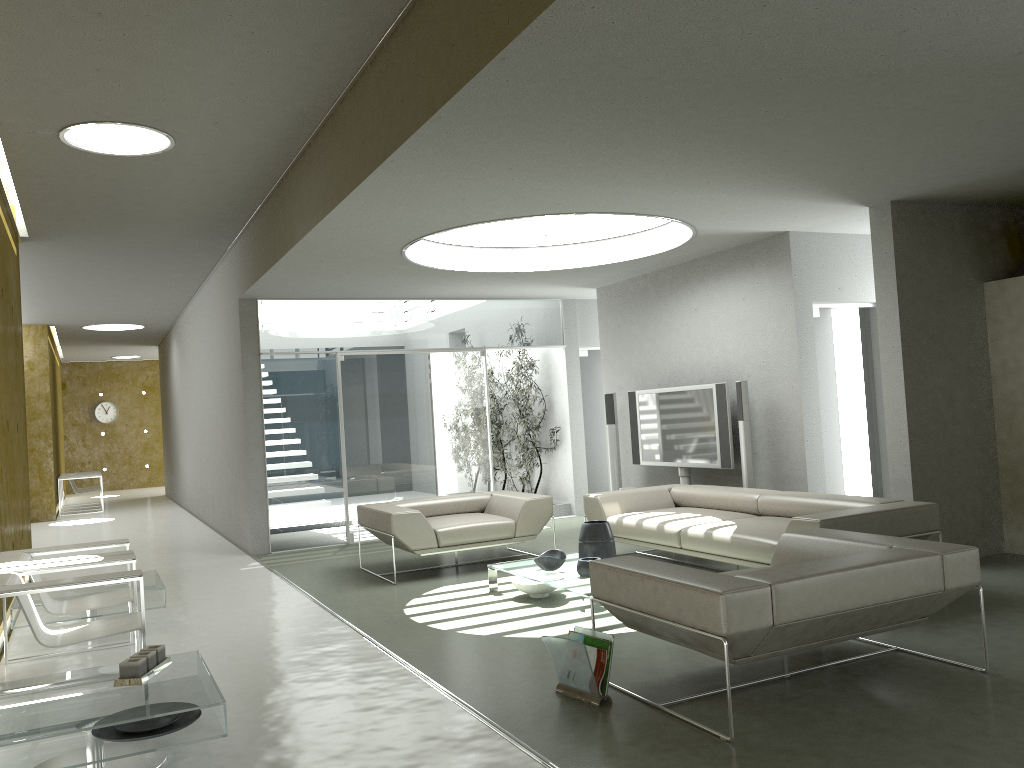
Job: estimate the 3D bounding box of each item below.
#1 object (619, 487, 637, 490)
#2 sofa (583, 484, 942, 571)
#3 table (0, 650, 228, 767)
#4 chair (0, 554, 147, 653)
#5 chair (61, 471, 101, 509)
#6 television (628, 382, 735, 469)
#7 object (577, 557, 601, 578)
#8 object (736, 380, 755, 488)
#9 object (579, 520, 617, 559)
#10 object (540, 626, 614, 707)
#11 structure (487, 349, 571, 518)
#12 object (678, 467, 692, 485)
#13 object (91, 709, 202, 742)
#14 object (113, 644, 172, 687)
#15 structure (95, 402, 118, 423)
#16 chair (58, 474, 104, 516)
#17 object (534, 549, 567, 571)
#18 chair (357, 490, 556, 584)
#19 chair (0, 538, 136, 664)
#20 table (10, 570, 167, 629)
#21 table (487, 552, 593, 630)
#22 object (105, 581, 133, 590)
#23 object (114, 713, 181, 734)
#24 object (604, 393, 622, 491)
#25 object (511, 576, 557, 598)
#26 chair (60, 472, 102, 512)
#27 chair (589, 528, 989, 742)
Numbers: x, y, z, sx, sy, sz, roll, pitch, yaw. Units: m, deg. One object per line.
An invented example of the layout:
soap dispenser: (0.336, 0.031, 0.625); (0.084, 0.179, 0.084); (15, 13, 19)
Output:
object: (1.222, 1.316, 9.256); (0.175, 0.461, 0.185); (-2, -2, -31)
sofa: (1.677, 1.137, 6.668); (1.037, 0.585, 2.791); (-3, -2, -26)
table: (-1.659, 1.382, 3.521); (0.900, 0.300, 0.900); (-3, -2, -26)
chair: (-2.207, 1.261, 4.369); (0.710, 0.667, 0.800); (-3, -2, -26)
chair: (-8.598, 2.113, 17.721); (0.710, 0.667, 0.800); (-3, -2, -26)
television: (1.650, 0.419, 8.676); (0.127, 0.781, 1.603); (-3, -2, -26)
object: (0.519, 1.220, 5.892); (0.177, 0.113, 0.177); (-2, -3, -45)
object: (2.030, 0.705, 7.628); (0.310, 1.469, 0.310); (-5, -3, 41)
object: (0.597, 1.128, 6.251); (0.265, 0.309, 0.265); (-2, -3, -43)
object: (0.303, 1.283, 4.033); (0.216, 0.288, 0.329); (-2, -2, -36)
structure: (-0.320, 0.454, 12.437); (0.646, 2.589, 3.371); (-3, -2, -26)
object: (1.647, 1.155, 8.628); (0.323, 0.689, 0.882); (-3, -2, -26)
object: (-1.412, 1.320, 3.439); (0.394, 0.027, 0.394); (-2, -3, -43)
object: (-1.567, 1.185, 3.770); (0.118, 0.097, 0.326); (-4, -2, -1)
structure: (-10.248, 0.725, 22.428); (0.547, 0.539, 0.016); (-3, -2, -26)
chair: (-7.860, 2.014, 16.179); (0.710, 0.667, 0.800); (-3, -2, -26)
object: (0.268, 1.240, 6.198); (0.223, 0.125, 0.317); (-4, -2, 11)
chair: (-0.504, 1.315, 7.861); (1.481, 0.583, 1.039); (-3, -2, -26)
chair: (-2.576, 1.310, 5.140); (0.710, 0.667, 0.800); (-3, -2, -26)
table: (-2.887, 1.545, 6.087); (0.900, 0.300, 0.900); (-3, -2, -26)
table: (0.501, 1.385, 6.094); (0.790, 0.200, 1.500); (-3, -2, -26)
object: (-2.675, 1.366, 6.055); (0.197, 0.029, 0.189); (-3, -2, -26)
object: (-1.412, 1.317, 3.439); (0.239, 0.027, 0.239); (-3, -2, -9)
object: (1.125, 0.831, 9.673); (0.310, 1.469, 0.310); (-4, -2, 1)
object: (0.190, 1.450, 6.313); (0.387, 0.124, 0.387); (-5, -2, 36)
chair: (-8.229, 2.064, 16.950); (0.710, 0.667, 0.800); (-3, -2, -26)
chair: (1.263, 1.080, 4.170); (1.481, 0.583, 1.039); (-3, -2, -26)
